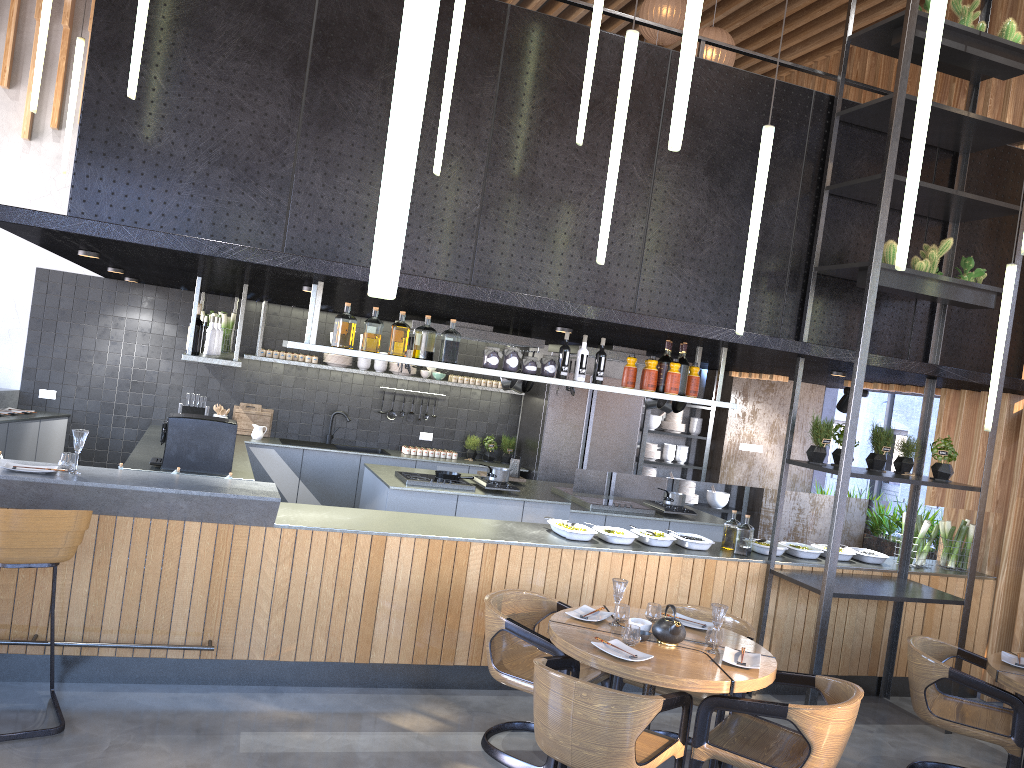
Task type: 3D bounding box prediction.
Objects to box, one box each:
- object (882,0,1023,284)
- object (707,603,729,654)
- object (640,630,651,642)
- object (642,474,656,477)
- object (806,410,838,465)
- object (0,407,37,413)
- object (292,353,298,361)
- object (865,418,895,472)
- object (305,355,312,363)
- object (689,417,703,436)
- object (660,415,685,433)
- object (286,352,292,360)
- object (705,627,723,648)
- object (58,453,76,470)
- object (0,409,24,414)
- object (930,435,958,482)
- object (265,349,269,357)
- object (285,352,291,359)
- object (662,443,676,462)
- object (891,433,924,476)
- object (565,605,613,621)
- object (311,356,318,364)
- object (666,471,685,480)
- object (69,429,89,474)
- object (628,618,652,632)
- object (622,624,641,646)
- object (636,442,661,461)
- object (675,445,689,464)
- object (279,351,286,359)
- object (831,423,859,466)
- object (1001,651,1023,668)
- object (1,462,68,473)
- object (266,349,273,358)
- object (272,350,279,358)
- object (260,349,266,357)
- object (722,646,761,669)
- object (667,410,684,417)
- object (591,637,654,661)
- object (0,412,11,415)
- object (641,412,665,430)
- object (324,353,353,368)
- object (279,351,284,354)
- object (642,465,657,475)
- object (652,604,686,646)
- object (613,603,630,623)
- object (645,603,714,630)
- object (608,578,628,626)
[{"bbox_3d":[2.804,-1.575,5.686,0.922,1.819,0.232,8,1,-19],"label":"object"},{"bbox_3d":[0.970,1.161,4.204,0.082,0.227,0.082,8,1,-25],"label":"object"},{"bbox_3d":[0.619,1.205,4.227,0.080,0.042,0.080,7,1,-34],"label":"object"},{"bbox_3d":[1.593,1.161,10.517,0.304,0.195,0.300,8,1,-7],"label":"object"},{"bbox_3d":[2.045,0.348,5.858,0.186,0.367,0.196,8,1,26],"label":"object"},{"bbox_3d":[-4.608,0.255,8.314,0.294,0.025,0.170,8,1,-3],"label":"object"},{"bbox_3d":[-2.253,-0.282,9.208,0.062,0.078,0.062,8,1,-24],"label":"object"},{"bbox_3d":[2.503,0.410,6.016,0.186,0.367,0.196,8,1,26],"label":"object"},{"bbox_3d":[-2.108,-0.261,9.186,0.062,0.078,0.062,8,1,-24],"label":"object"},{"bbox_3d":[2.210,0.511,10.677,0.143,0.214,0.149,8,1,10],"label":"object"},{"bbox_3d":[1.931,0.481,10.650,0.304,0.195,0.300,8,1,-7],"label":"object"},{"bbox_3d":[-2.293,-0.286,9.122,0.062,0.078,0.062,8,1,-24],"label":"object"},{"bbox_3d":[0.982,1.233,4.309,0.086,0.086,0.086,8,1,19],"label":"object"},{"bbox_3d":[-2.348,0.411,4.689,0.086,0.086,0.086,8,1,-19],"label":"object"},{"bbox_3d":[-4.611,0.257,8.104,0.294,0.025,0.170,8,1,-3],"label":"object"},{"bbox_3d":[2.895,0.494,5.960,0.172,0.311,0.179,9,1,37],"label":"object"},{"bbox_3d":[-2.502,-0.316,9.122,0.062,0.078,0.062,8,1,-24],"label":"object"},{"bbox_3d":[-2.315,-0.290,9.186,0.062,0.078,0.062,8,1,-24],"label":"object"},{"bbox_3d":[1.882,0.826,10.645,0.143,0.214,0.149,8,1,10],"label":"object"},{"bbox_3d":[2.729,0.483,6.118,0.211,0.283,0.221,8,1,-6],"label":"object"},{"bbox_3d":[0.408,1.180,4.554,0.170,0.025,0.294,8,1,29],"label":"object"},{"bbox_3d":[-2.046,-0.253,9.207,0.062,0.078,0.062,8,1,-24],"label":"object"},{"bbox_3d":[1.957,1.184,10.579,0.249,0.243,0.248,8,1,27],"label":"object"},{"bbox_3d":[-2.259,0.353,4.614,0.082,0.227,0.082,8,1,16],"label":"object"},{"bbox_3d":[0.624,1.193,4.337,0.116,0.065,0.116,7,1,-34],"label":"object"},{"bbox_3d":[0.559,1.176,4.142,0.086,0.086,0.086,9,1,35],"label":"object"},{"bbox_3d":[1.621,0.800,10.565,0.304,0.195,0.300,8,1,-7],"label":"object"},{"bbox_3d":[2.050,0.849,10.703,0.143,0.214,0.149,8,1,10],"label":"object"},{"bbox_3d":[-2.356,-0.295,9.100,0.062,0.078,0.062,8,1,-24],"label":"object"},{"bbox_3d":[2.228,0.400,5.975,0.172,0.311,0.179,8,1,-8],"label":"object"},{"bbox_3d":[2.760,1.506,4.829,0.170,0.025,0.294,8,1,29],"label":"object"},{"bbox_3d":[-2.423,0.434,4.512,0.294,0.025,0.170,8,1,-21],"label":"object"},{"bbox_3d":[-2.480,-0.312,9.057,0.062,0.078,0.062,8,1,-24],"label":"object"},{"bbox_3d":[-2.418,-0.303,9.079,0.062,0.078,0.062,8,1,-24],"label":"object"},{"bbox_3d":[-2.545,-0.320,9.035,0.062,0.078,0.062,8,1,-14],"label":"object"},{"bbox_3d":[1.074,1.279,4.146,0.170,0.025,0.294,8,1,17],"label":"object"},{"bbox_3d":[1.952,0.350,10.651,0.204,0.106,0.204,9,1,38],"label":"object"},{"bbox_3d":[0.476,1.197,4.000,0.170,0.025,0.294,7,1,-38],"label":"object"},{"bbox_3d":[-4.616,0.259,7.893,0.294,0.025,0.170,8,1,-3],"label":"object"},{"bbox_3d":[1.642,0.416,10.488,0.249,0.243,0.248,8,1,-18],"label":"object"},{"bbox_3d":[-1.831,-0.281,9.340,0.304,0.195,0.300,8,1,-7],"label":"object"},{"bbox_3d":[-2.377,-0.299,9.165,0.062,0.078,0.062,8,1,-24],"label":"object"},{"bbox_3d":[1.614,1.029,10.518,0.204,0.106,0.204,9,1,38],"label":"object"},{"bbox_3d":[0.763,1.156,4.270,0.168,0.179,0.163,9,1,37],"label":"object"},{"bbox_3d":[0.560,1.170,4.524,0.086,0.086,0.086,7,1,-33],"label":"object"},{"bbox_3d":[0.884,1.214,4.644,0.335,0.086,0.253,8,1,29],"label":"object"},{"bbox_3d":[0.528,1.095,4.449,0.082,0.227,0.082,8,1,2],"label":"object"}]
